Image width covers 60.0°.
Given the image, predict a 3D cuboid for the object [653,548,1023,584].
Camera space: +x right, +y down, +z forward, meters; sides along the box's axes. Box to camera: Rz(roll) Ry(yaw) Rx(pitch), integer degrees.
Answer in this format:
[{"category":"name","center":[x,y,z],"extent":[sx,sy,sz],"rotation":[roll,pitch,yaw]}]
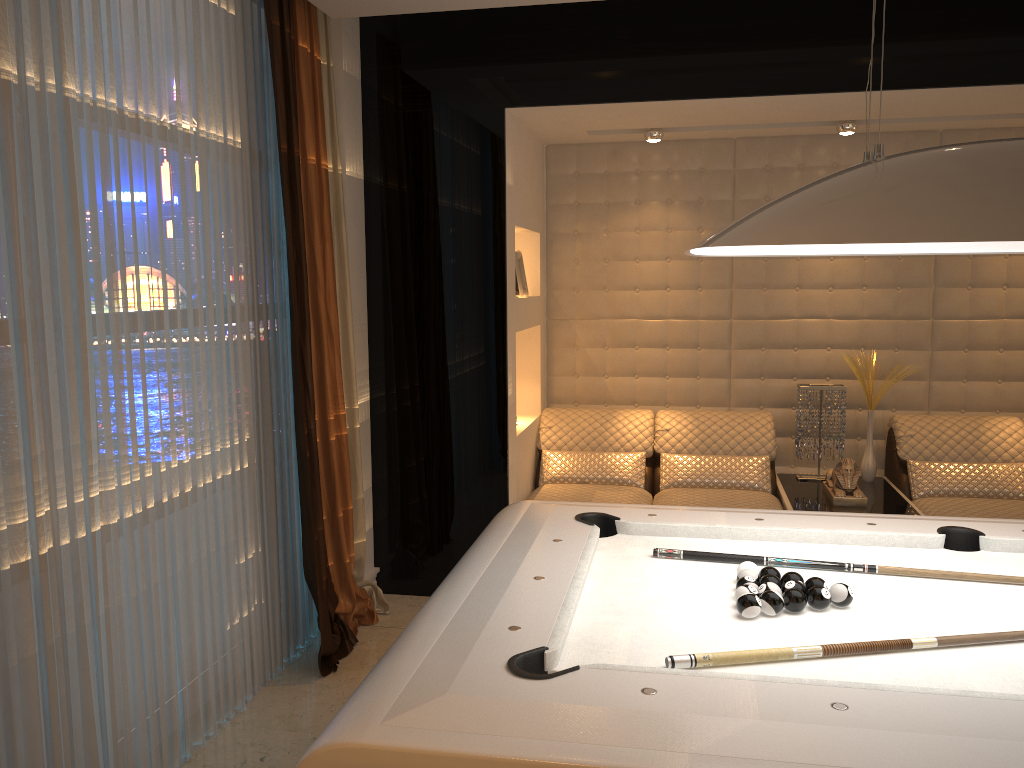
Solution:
[{"category":"object","center":[1.169,0.492,2.271],"extent":[1.605,0.026,0.028],"rotation":[1,7,16]}]

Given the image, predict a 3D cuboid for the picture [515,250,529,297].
[{"category":"picture","center":[0.030,-0.597,4.817],"extent":[0.094,0.262,0.211],"rotation":[1,7,11]}]

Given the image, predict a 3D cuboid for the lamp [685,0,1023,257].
[{"category":"lamp","center":[1.178,-0.791,1.886],"extent":[1.578,0.995,0.939],"rotation":[1,7,11]}]

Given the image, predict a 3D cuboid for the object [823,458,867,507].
[{"category":"object","center":[1.656,0.462,4.413],"extent":[0.155,0.217,0.344],"rotation":[1,7,11]}]

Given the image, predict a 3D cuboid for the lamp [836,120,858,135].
[{"category":"lamp","center":[1.700,-1.329,4.499],"extent":[0.107,0.127,0.107],"rotation":[-1,7,-8]}]

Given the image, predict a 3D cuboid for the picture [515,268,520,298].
[{"category":"picture","center":[-0.026,-0.538,4.544],"extent":[0.090,0.209,0.264],"rotation":[1,7,11]}]

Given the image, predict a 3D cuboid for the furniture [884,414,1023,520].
[{"category":"furniture","center":[2.612,0.623,4.311],"extent":[1.312,0.810,1.107],"rotation":[1,7,11]}]

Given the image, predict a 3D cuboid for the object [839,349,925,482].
[{"category":"object","center":[1.946,0.178,4.705],"extent":[0.390,0.718,0.388],"rotation":[0,7,2]}]

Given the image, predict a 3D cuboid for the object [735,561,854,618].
[{"category":"object","center":[0.637,0.494,2.170],"extent":[0.299,0.057,0.265],"rotation":[-2,7,-14]}]

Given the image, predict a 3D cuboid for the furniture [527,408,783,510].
[{"category":"furniture","center":[0.740,0.597,4.675],"extent":[1.312,0.810,1.107],"rotation":[1,7,11]}]

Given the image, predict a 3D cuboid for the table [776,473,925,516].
[{"category":"table","center":[1.676,0.788,4.509],"extent":[0.608,0.457,1.143],"rotation":[1,7,11]}]

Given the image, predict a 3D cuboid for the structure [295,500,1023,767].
[{"category":"structure","center":[1.191,0.892,2.064],"extent":[2.912,0.812,1.659],"rotation":[1,7,11]}]

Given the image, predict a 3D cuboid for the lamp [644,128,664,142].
[{"category":"lamp","center":[0.749,-1.342,4.683],"extent":[0.107,0.127,0.107],"rotation":[-1,7,-8]}]

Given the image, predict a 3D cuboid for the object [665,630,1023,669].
[{"category":"object","center":[1.102,0.536,1.897],"extent":[1.605,0.026,0.028],"rotation":[-2,7,-9]}]

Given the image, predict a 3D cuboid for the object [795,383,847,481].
[{"category":"object","center":[1.675,0.260,4.821],"extent":[0.247,0.522,0.124],"rotation":[1,7,11]}]
